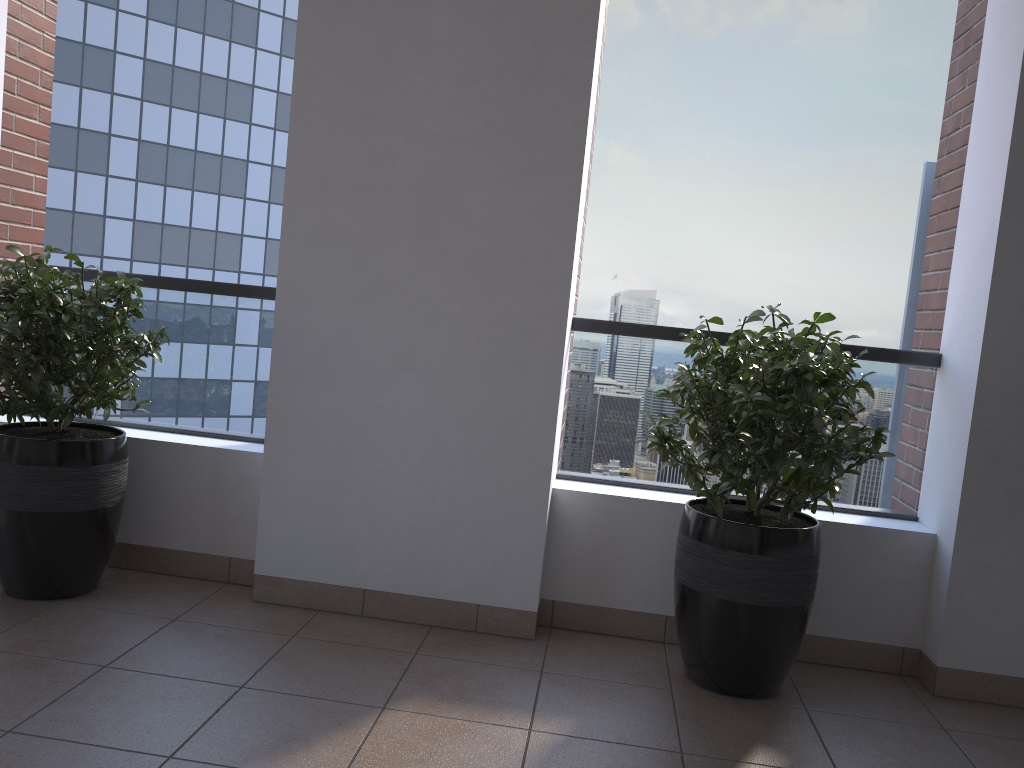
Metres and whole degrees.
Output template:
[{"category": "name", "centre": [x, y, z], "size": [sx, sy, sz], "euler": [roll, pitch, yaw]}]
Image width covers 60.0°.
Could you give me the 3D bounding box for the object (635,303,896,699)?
[{"category": "object", "centre": [0.727, 0.415, 2.758], "size": [0.731, 1.338, 0.721], "euler": [6, 5, 10]}]

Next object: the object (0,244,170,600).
[{"category": "object", "centre": [-1.579, 0.160, 3.047], "size": [0.681, 1.264, 0.691], "euler": [6, 5, 10]}]
